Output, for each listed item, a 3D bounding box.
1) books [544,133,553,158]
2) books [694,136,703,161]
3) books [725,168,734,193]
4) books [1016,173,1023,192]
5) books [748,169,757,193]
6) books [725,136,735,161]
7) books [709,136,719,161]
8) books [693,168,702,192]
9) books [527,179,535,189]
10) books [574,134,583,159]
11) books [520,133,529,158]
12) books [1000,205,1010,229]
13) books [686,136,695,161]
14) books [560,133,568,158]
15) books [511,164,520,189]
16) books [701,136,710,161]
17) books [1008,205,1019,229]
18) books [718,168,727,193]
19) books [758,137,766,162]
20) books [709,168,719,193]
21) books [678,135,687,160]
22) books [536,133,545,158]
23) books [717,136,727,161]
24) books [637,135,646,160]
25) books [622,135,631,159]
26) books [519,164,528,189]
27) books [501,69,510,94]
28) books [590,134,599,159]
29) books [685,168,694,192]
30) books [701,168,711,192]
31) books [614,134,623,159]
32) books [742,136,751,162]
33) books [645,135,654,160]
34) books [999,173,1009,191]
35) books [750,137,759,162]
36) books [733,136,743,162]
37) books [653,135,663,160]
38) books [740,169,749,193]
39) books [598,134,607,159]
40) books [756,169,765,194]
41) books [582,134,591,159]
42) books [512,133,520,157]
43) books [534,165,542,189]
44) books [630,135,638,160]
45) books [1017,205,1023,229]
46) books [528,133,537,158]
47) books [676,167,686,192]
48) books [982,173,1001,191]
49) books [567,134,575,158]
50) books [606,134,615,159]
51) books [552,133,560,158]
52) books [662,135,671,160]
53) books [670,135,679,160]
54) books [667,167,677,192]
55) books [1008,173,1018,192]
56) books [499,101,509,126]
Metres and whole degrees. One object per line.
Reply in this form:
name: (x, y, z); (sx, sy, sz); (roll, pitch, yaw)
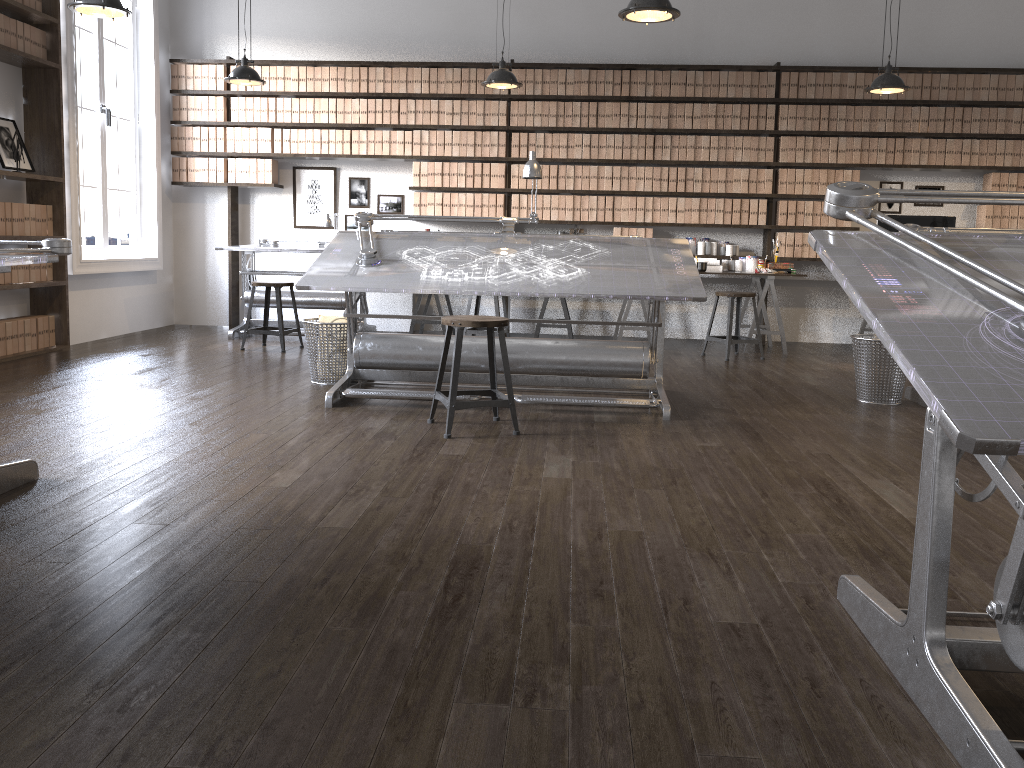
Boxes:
books: (0.327, -2.125, 7.949); (0.067, 0.224, 0.175); (2, 7, 4)
books: (1.643, -2.079, 7.859); (0.067, 0.224, 0.175); (2, 7, 4)
books: (1.921, -1.795, 7.870); (0.067, 0.224, 0.175); (2, 7, 4)
books: (4.387, -1.714, 7.705); (0.067, 0.224, 0.175); (2, 7, 4)
books: (2.120, -1.788, 7.857); (0.067, 0.224, 0.175); (2, 7, 4)
books: (1.918, -2.069, 7.843); (0.067, 0.224, 0.175); (2, 7, 4)
books: (1.778, -2.073, 7.846); (0.067, 0.224, 0.175); (2, 7, 4)
books: (1.646, -1.804, 7.885); (0.067, 0.224, 0.175); (2, 7, 4)
books: (0.175, -1.855, 7.982); (0.067, 0.224, 0.175); (2, 7, 4)
books: (0.594, -2.115, 7.928); (0.067, 0.224, 0.175); (2, 7, 4)
books: (0.110, -2.132, 7.958); (0.067, 0.224, 0.175); (2, 7, 4)
books: (4.270, -1.446, 7.743); (0.067, 0.224, 0.175); (2, 7, 4)
books: (1.576, -2.080, 7.859); (0.067, 0.224, 0.175); (2, 7, 4)
books: (0.465, -2.119, 7.933); (0.067, 0.224, 0.175); (2, 7, 4)
books: (0.031, -1.861, 7.995); (0.067, 0.224, 0.175); (2, 7, 4)
books: (1.706, -2.076, 7.853); (0.067, 0.224, 0.175); (2, 7, 4)
books: (4.340, -1.443, 7.734); (0.067, 0.224, 0.175); (2, 7, 4)
books: (1.854, -1.796, 7.869); (0.067, 0.224, 0.175); (2, 7, 4)
books: (2.189, -2.059, 7.822); (0.067, 0.224, 0.175); (2, 7, 4)
books: (1.787, -1.799, 7.880); (0.067, 0.224, 0.175); (2, 7, 4)
books: (1.510, -2.083, 7.869); (0.067, 0.224, 0.175); (2, 7, 4)
books: (0.256, -2.127, 7.949); (0.067, 0.224, 0.175); (2, 7, 4)
books: (1.848, -2.071, 7.846); (0.067, 0.224, 0.175); (2, 7, 4)
books: (1.149, -2.096, 7.894); (0.067, 0.224, 0.175); (2, 7, 4)
books: (1.020, -2.100, 7.896); (0.067, 0.224, 0.175); (2, 7, 4)
books: (0.103, -1.858, 7.987); (0.067, 0.224, 0.175); (2, 7, 4)
books: (-0.059, -2.684, 7.910); (0.067, 0.224, 0.175); (2, 7, 4)
books: (0.737, -2.111, 7.920); (0.067, 0.224, 0.175); (2, 7, 4)
books: (1.575, -1.807, 7.895); (0.067, 0.224, 0.175); (2, 7, 4)
books: (1.717, -1.802, 7.885); (0.067, 0.224, 0.175); (2, 7, 4)
books: (0.948, -2.102, 7.901); (0.067, 0.224, 0.175); (2, 7, 4)
books: (2.059, -2.063, 7.826); (0.067, 0.224, 0.175); (2, 7, 4)
books: (1.222, -2.093, 7.883); (0.067, 0.224, 0.175); (2, 7, 4)
books: (4.245, -1.719, 7.714); (0.067, 0.224, 0.175); (2, 7, 4)
books: (2.126, -2.061, 7.822); (0.067, 0.224, 0.175); (2, 7, 4)
books: (1.987, -2.066, 7.834); (0.067, 0.224, 0.175); (2, 7, 4)
books: (1.297, -2.091, 7.884); (0.067, 0.224, 0.175); (2, 7, 4)
books: (2.050, -1.789, 7.857); (0.067, 0.224, 0.175); (2, 7, 4)
books: (0.806, -2.108, 7.917); (0.067, 0.224, 0.175); (2, 7, 4)
books: (2.190, -1.785, 7.854); (0.067, 0.224, 0.175); (2, 7, 4)
books: (0.666, -2.113, 7.921); (0.067, 0.224, 0.175); (2, 7, 4)
books: (0.037, -2.136, 7.969); (0.067, 0.224, 0.175); (2, 7, 4)
books: (0.239, -1.854, 7.982); (0.067, 0.224, 0.175); (2, 7, 4)
books: (1.083, -2.098, 7.896); (0.067, 0.224, 0.175); (2, 7, 4)
books: (4.412, -1.440, 7.726); (0.067, 0.224, 0.175); (2, 7, 4)
books: (0.186, -2.130, 7.959); (0.067, 0.224, 0.175); (2, 7, 4)
books: (1.500, -1.809, 7.894); (0.067, 0.224, 0.175); (2, 7, 4)
books: (4.175, -1.721, 7.719); (0.067, 0.224, 0.175); (2, 7, 4)
books: (0.532, -2.118, 7.934); (0.067, 0.224, 0.175); (2, 7, 4)
books: (0.876, -2.105, 7.909); (0.067, 0.224, 0.175); (2, 7, 4)
books: (0.398, -2.123, 7.944); (0.067, 0.224, 0.175); (2, 7, 4)
books: (1.368, -2.088, 7.875); (0.067, 0.224, 0.175); (2, 7, 4)
books: (1.439, -2.086, 7.874); (0.067, 0.224, 0.175); (2, 7, 4)
books: (1.426, -1.812, 7.905); (0.067, 0.224, 0.175); (2, 7, 4)
books: (4.316, -1.715, 7.705); (0.067, 0.224, 0.175); (2, 7, 4)
books: (-0.073, -2.411, 7.942); (0.067, 0.224, 0.175); (2, 7, 4)
